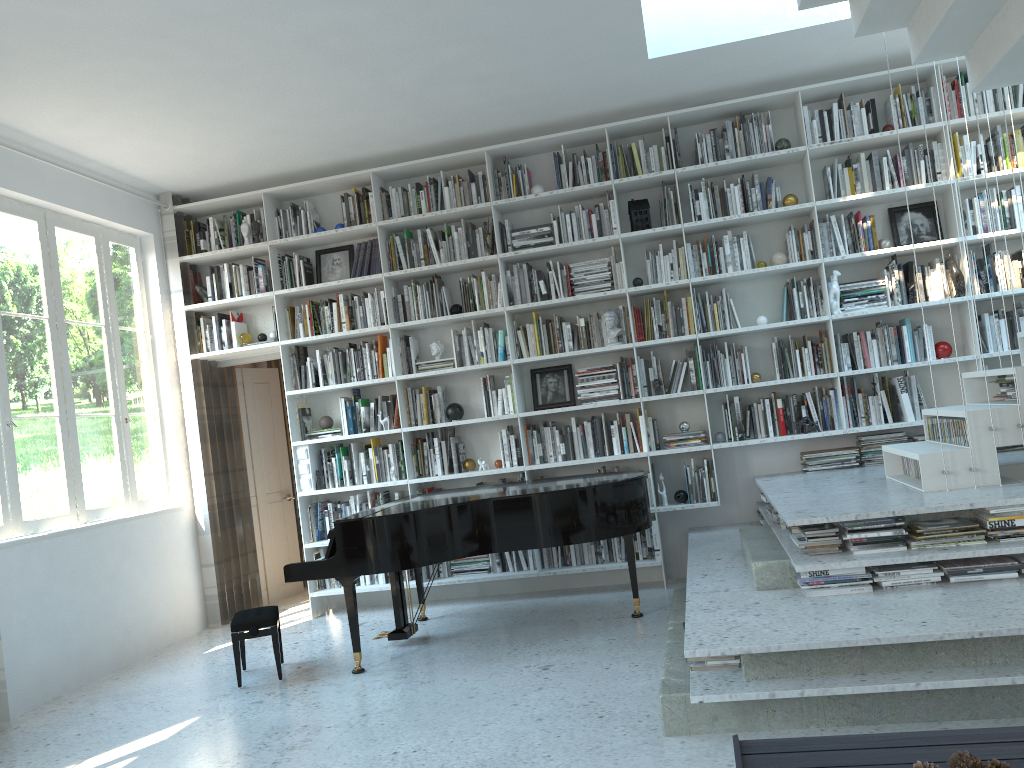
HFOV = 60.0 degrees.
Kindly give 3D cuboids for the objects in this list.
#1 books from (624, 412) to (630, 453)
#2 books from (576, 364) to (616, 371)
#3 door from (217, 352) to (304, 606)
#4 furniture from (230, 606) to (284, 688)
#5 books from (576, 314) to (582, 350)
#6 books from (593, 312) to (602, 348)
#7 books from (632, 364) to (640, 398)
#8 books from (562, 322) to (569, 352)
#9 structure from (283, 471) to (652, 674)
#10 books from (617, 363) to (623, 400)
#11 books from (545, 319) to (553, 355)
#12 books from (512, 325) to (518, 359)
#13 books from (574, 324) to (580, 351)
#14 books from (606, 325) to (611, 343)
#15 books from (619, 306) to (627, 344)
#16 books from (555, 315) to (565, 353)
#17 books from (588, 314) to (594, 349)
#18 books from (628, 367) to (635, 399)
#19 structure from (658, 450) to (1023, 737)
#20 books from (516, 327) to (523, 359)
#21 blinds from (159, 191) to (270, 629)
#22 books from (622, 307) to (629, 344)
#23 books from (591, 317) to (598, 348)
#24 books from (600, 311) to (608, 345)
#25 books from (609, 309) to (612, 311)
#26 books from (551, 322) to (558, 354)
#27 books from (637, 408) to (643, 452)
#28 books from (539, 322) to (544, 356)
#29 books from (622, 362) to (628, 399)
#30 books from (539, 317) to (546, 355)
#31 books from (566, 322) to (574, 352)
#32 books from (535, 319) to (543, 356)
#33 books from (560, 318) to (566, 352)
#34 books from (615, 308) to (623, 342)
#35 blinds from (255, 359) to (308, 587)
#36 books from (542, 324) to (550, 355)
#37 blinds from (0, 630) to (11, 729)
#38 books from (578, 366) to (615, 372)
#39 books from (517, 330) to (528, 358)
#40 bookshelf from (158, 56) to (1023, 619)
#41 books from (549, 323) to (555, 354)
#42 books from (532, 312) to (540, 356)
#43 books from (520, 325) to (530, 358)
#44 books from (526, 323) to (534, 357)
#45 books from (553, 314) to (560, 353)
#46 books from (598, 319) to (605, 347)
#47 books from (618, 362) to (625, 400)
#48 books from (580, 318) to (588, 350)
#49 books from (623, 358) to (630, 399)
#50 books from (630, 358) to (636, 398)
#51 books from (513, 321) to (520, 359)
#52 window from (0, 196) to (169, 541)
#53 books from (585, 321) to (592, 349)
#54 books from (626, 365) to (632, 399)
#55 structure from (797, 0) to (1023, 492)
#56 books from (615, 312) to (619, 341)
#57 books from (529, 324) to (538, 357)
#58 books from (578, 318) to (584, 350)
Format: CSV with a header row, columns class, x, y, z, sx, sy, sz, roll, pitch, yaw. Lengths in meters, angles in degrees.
class,x,y,z,sx,sy,sz,roll,pitch,yaw
books,0.802,0.335,6.134,0.010,0.284,0.132,-8,-2,11
books,0.587,-0.113,6.164,0.254,0.012,0.161,-8,-3,15
door,-1.811,0.774,7.217,0.834,1.980,0.786,-8,-2,11
furniture,-1.403,1.432,4.905,0.240,0.353,0.467,-7,-2,-14
books,0.481,-0.350,6.188,0.014,0.258,0.161,-8,-2,11
books,0.600,-0.366,6.158,0.025,0.258,0.150,-8,-2,11
books,0.862,-0.017,6.090,0.034,0.229,0.199,-8,-2,11
books,0.387,-0.316,6.204,0.024,0.216,0.175,-8,-2,11
structure,-0.129,1.050,5.165,1.919,0.832,1.334,-8,-2,11
books,0.753,-0.014,6.128,0.012,0.254,0.161,-8,-2,11
books,0.276,-0.321,6.247,0.028,0.259,0.134,-8,-2,11
books,0.035,-0.287,6.286,0.012,0.254,0.161,-8,-2,11
books,0.456,-0.316,6.203,0.050,0.199,0.145,-8,-2,11
books,0.678,-0.347,6.150,0.035,0.201,0.149,-8,-2,11
books,0.774,-0.399,6.141,0.025,0.279,0.108,-8,-2,11
books,0.345,-0.337,6.198,0.028,0.267,0.190,-8,-2,11
books,0.556,-0.354,6.149,0.012,0.245,0.186,-8,-2,11
books,0.831,-0.005,6.125,0.021,0.217,0.132,-8,-2,11
structure,2.208,0.815,4.377,2.900,0.659,3.113,-8,-3,11
books,0.059,-0.280,6.290,0.011,0.235,0.142,-8,-2,11
blinds,-2.305,0.188,6.890,0.140,3.230,0.776,-8,-2,11
books,0.790,-0.395,6.120,0.014,0.266,0.154,-8,-2,11
books,0.582,-0.348,6.181,0.025,0.230,0.143,-8,-2,11
books,0.647,-0.372,6.159,0.024,0.259,0.126,-8,-2,11
books,0.700,-0.381,6.155,0.014,0.263,0.135,-8,-2,11
books,0.313,-0.315,6.227,0.025,0.236,0.137,-8,-2,11
books,0.887,0.314,6.108,0.011,0.300,0.149,-8,-2,11
books,0.223,-0.307,6.247,0.010,0.244,0.149,-8,-2,11
books,0.789,-0.019,6.129,0.013,0.256,0.163,-8,-2,11
books,0.227,-0.327,6.228,0.010,0.280,0.170,-8,-2,11
books,0.414,-0.318,6.199,0.030,0.215,0.168,-8,-2,11
books,0.203,-0.317,6.218,0.015,0.266,0.189,-8,-2,11
books,0.370,-0.331,6.221,0.011,0.251,0.130,-8,-2,11
books,0.749,-0.386,6.135,0.025,0.259,0.130,-8,-2,11
blinds,-2.069,0.210,8.044,0.140,3.230,0.776,-8,-2,11
books,0.252,-0.303,6.246,0.024,0.228,0.147,-8,-2,11
blinds,-2.866,0.136,4.154,0.140,3.230,0.776,-8,-2,11
books,0.589,-0.100,6.165,0.254,0.012,0.161,-8,-3,8
books,0.087,-0.272,6.258,0.053,0.208,0.156,-8,-2,11
bookshelf,0.647,-0.153,6.092,6.299,3.141,0.330,-8,-2,11
books,0.294,-0.309,6.223,0.012,0.228,0.169,-8,-2,11
books,0.186,-0.341,6.222,0.014,0.317,0.188,-8,-2,11
books,0.105,-0.290,6.267,0.042,0.242,0.162,-8,-2,11
books,0.140,-0.298,6.269,0.026,0.248,0.139,-8,-2,11
books,0.327,-0.342,6.217,0.013,0.283,0.176,-8,-2,11
books,0.629,-0.343,6.169,0.022,0.206,0.114,-8,-2,11
books,0.764,-0.019,6.123,0.011,0.260,0.184,-8,-2,11
books,0.511,-0.337,6.167,0.029,0.224,0.185,-8,-2,11
books,0.798,-0.036,6.127,0.011,0.288,0.152,-8,-2,11
books,0.839,-0.038,6.106,0.011,0.279,0.186,-8,-2,11
books,0.046,-0.302,6.294,0.010,0.282,0.140,-8,-2,11
window,-2.796,-0.109,5.520,0.073,2.008,1.983,-8,-2,11
books,0.541,-0.329,6.163,0.029,0.200,0.178,-8,-2,11
books,0.814,-0.010,6.130,0.013,0.232,0.134,-8,-2,11
structure,2.053,-0.890,4.030,2.614,3.381,1.954,-8,-2,11
books,0.731,-0.374,6.157,0.021,0.242,0.103,-8,-2,11
books,0.166,-0.297,6.257,0.029,0.240,0.155,-8,-2,11
books,0.494,-0.339,6.182,0.010,0.234,0.175,-8,-2,11
